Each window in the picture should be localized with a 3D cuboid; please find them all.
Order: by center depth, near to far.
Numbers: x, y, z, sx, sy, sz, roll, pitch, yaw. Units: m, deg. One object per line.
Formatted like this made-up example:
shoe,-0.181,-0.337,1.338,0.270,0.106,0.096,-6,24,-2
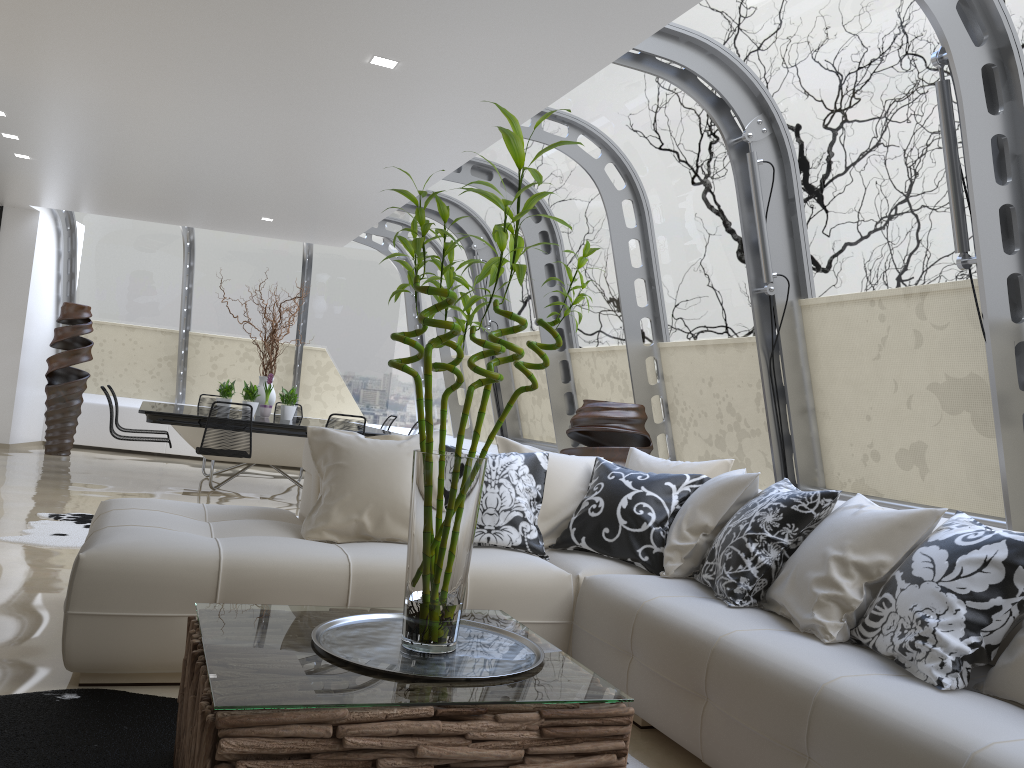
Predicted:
window,-5.945,-0.855,5.211,16.693,3.674,16.171,7,-2,-16

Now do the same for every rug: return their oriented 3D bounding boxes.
rug,-0.500,1.090,2.291,2.739,0.008,2.740,8,-3,-36
rug,-1.733,1.099,6.263,3.220,0.008,2.705,7,-2,-22

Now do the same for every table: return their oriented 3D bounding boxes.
table,-0.335,0.901,2.327,1.007,0.448,0.923,7,-2,-21
table,-2.694,0.734,9.531,2.494,0.759,3.031,7,-2,-22

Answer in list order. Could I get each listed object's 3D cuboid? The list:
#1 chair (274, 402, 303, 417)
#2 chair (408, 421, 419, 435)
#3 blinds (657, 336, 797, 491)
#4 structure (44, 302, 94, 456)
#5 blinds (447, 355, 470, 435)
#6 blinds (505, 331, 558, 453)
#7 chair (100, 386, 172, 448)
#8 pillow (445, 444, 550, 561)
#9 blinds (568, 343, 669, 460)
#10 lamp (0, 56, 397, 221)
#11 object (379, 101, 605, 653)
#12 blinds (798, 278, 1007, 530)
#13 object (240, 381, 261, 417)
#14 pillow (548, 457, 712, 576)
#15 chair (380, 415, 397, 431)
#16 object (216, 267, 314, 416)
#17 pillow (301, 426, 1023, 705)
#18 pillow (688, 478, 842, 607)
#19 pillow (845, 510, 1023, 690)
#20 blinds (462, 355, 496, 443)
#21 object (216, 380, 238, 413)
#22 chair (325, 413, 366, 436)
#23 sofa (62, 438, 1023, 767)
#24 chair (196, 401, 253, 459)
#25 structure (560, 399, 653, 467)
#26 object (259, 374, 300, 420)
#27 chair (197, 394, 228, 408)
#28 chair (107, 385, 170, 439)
chair,-2.788,0.505,11.147,0.446,0.519,0.688,7,-2,-22
chair,-1.292,0.611,9.465,0.688,0.519,0.446,7,-2,-22
blinds,1.451,0.223,6.024,0.329,1.027,1.430,7,-2,-22
structure,-5.353,-0.053,10.671,0.498,1.843,0.493,7,-2,-11
blinds,-0.834,0.720,11.942,0.663,2.118,1.829,7,-2,-22
blinds,0.282,0.103,8.869,0.387,1.214,1.376,7,-2,-22
chair,-3.608,0.316,8.527,0.688,0.519,0.446,7,-2,-22
pillow,-0.130,0.511,3.949,0.604,0.471,0.394,7,-2,-6
blinds,0.874,0.211,7.451,0.329,1.027,1.430,7,-2,-22
lamp,-5.275,-2.324,3.390,9.775,0.004,9.928,7,-2,-21
object,-0.116,-0.061,2.431,0.673,1.546,0.584,6,-2,17
blinds,2.007,0.138,4.599,0.387,1.214,1.376,7,-2,-22
object,-2.725,0.152,9.220,0.215,0.369,0.284,6,-2,11
pillow,0.523,0.598,4.003,0.599,0.483,0.405,5,-3,37
chair,-1.770,0.601,10.648,0.688,0.519,0.446,7,-2,-22
object,-2.745,-0.433,9.547,1.031,1.549,1.135,8,-2,-30
pillow,0.774,0.562,3.410,3.322,0.530,1.656,5,-3,38
pillow,0.936,0.591,3.367,0.382,0.467,0.608,6,-2,-3
pillow,1.264,0.604,2.555,0.383,0.463,0.606,7,-2,-3
blinds,-0.280,0.188,10.306,0.329,1.027,1.430,7,-2,-22
object,-3.077,0.124,9.544,0.215,0.369,0.284,6,-2,16
chair,-1.616,0.529,8.246,0.446,0.519,0.688,7,-2,-22
sofa,0.308,0.771,2.855,3.257,0.866,4.169,7,-2,-22
chair,-2.534,0.412,7.874,0.446,0.519,0.688,7,-2,-22
structure,0.596,0.741,5.846,0.674,1.258,0.672,4,-3,45
object,-2.455,0.141,9.472,0.417,0.476,0.238,6,-2,6
chair,-3.640,0.397,10.802,0.446,0.519,0.688,7,-2,-22
chair,-4.086,0.306,9.710,0.688,0.519,0.446,7,-2,-22
